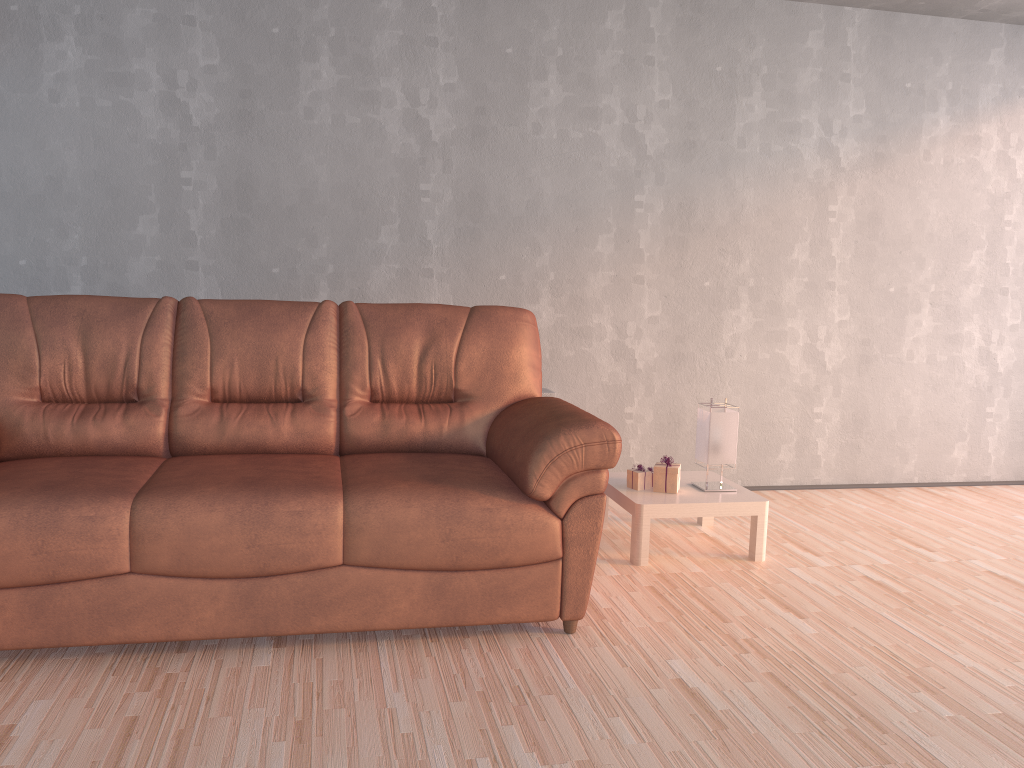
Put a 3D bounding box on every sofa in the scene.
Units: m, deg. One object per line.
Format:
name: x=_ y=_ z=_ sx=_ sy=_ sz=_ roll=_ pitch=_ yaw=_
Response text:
sofa: x=-0.837 y=0.198 z=2.853 sx=2.202 sy=0.923 sz=0.981 roll=0 pitch=7 yaw=-12

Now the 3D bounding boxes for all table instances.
table: x=0.677 y=0.540 z=3.658 sx=0.548 sy=0.241 sz=0.548 roll=0 pitch=7 yaw=-12

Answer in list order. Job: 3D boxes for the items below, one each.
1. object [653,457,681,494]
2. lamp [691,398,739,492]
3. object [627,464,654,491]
object: x=0.621 y=0.356 z=3.549 sx=0.099 sy=0.147 sz=0.102 roll=4 pitch=7 yaw=16
lamp: x=0.832 y=0.243 z=3.613 sx=0.140 sy=0.376 sz=0.140 roll=0 pitch=7 yaw=-12
object: x=0.539 y=0.370 z=3.607 sx=0.152 sy=0.105 sz=0.080 roll=-5 pitch=9 yaw=-43
